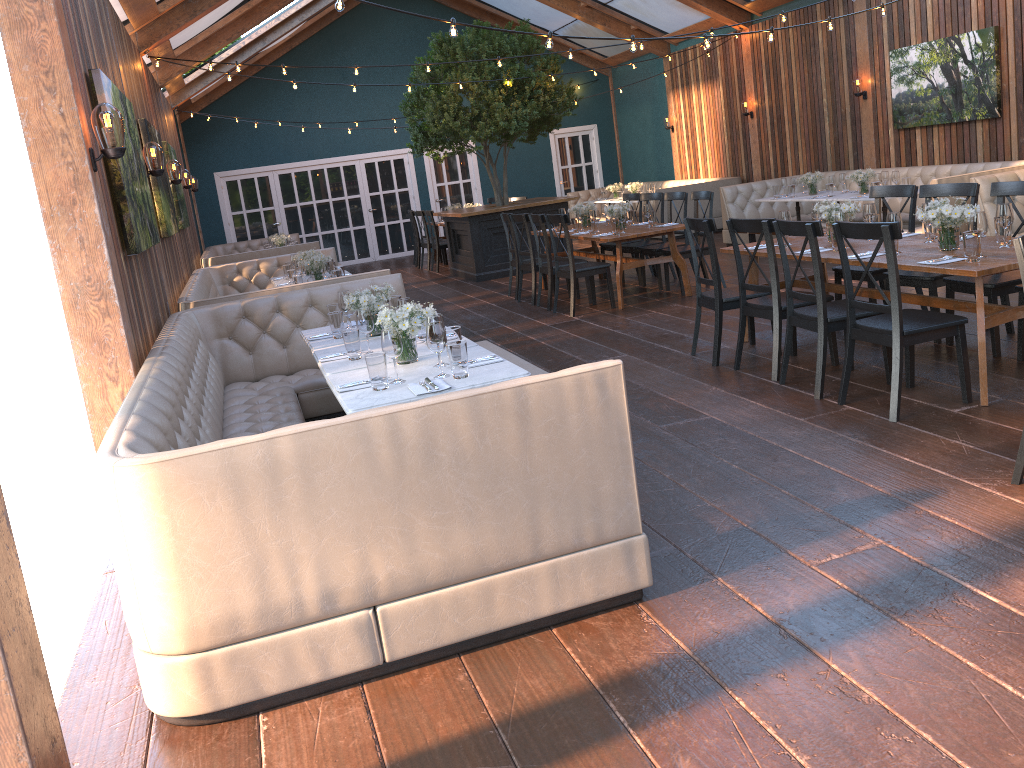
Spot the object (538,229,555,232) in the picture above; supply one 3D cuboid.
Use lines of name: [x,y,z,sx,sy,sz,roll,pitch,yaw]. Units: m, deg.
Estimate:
object: [0.440,-1.858,10.669,0.256,0.019,0.159,-12,14,-16]

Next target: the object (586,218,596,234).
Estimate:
object: [0.849,-1.684,9.440,0.091,0.156,0.093,-6,11,10]

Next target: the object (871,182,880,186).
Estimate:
object: [4.067,-2.177,9.888,0.092,0.156,0.092,-14,13,-29]

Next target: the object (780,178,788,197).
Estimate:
object: [3.593,-2.597,11.683,0.092,0.242,0.093,-1,12,31]

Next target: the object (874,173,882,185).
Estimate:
object: [4.125,-2.249,9.967,0.092,0.242,0.093,-10,11,-13]

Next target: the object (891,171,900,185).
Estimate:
object: [4.323,-2.274,9.959,0.092,0.242,0.093,-1,12,31]

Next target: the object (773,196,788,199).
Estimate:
object: [3.512,-2.430,11.521,0.256,0.019,0.159,-12,14,-16]

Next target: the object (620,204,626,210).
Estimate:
object: [1.218,-1.859,9.763,0.092,0.242,0.093,-3,12,26]

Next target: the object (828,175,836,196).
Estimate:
object: [3.881,-2.399,10.718,0.092,0.242,0.093,-1,12,31]

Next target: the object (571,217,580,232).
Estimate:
object: [0.715,-1.788,9.938,0.092,0.156,0.093,-10,11,-10]

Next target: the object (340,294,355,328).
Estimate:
object: [-0.995,-0.424,5.402,0.092,0.242,0.093,-1,12,31]

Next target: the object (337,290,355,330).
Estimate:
object: [-1.056,-0.473,5.634,0.092,0.242,0.093,-1,12,31]

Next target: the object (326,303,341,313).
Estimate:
object: [-1.138,-0.435,5.706,0.092,0.156,0.092,-14,13,-29]

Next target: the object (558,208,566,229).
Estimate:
object: [0.608,-1.978,10.593,0.092,0.242,0.093,-1,12,31]

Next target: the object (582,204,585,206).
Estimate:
object: [0.873,-2.072,10.830,0.093,0.242,0.092,-15,13,-35]

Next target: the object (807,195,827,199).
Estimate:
object: [3.738,-2.282,10.789,0.256,0.019,0.159,-12,14,-16]

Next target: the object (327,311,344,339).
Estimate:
object: [-1.052,-0.353,5.324,0.092,0.156,0.092,-14,13,-29]

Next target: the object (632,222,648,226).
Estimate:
object: [1.415,-1.763,9.737,0.256,0.019,0.159,-12,14,-16]

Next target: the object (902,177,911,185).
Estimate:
object: [4.416,-2.229,9.901,0.091,0.156,0.093,-4,12,20]

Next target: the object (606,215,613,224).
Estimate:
object: [1.138,-1.956,10.369,0.091,0.156,0.093,-6,11,10]

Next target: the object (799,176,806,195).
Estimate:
object: [3.832,-2.623,11.656,0.092,0.242,0.093,-1,12,31]

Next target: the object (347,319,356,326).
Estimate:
object: [-0.993,-0.409,5.809,0.158,0.019,0.257,-12,14,-15]

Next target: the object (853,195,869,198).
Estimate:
object: [3.982,-2.131,10.037,0.256,0.019,0.159,-12,14,-16]

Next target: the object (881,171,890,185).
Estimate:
object: [4.301,-2.328,10.190,0.092,0.242,0.093,-1,12,31]

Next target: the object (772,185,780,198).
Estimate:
object: [3.511,-2.559,11.755,0.092,0.156,0.092,-14,13,-29]

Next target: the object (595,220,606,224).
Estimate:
object: [1.072,-1.975,10.793,0.256,0.019,0.159,-12,14,-16]

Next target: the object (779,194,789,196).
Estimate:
object: [3.656,-2.533,11.858,0.158,0.019,0.257,-12,14,-15]

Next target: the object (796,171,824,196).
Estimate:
object: [3.821,-2.565,11.290,0.336,0.306,0.333,-9,12,-4]

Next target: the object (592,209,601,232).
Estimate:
object: [0.917,-1.765,9.552,0.092,0.242,0.093,-10,11,-13]

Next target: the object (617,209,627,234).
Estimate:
object: [1.118,-1.657,9.000,0.092,0.242,0.093,-10,11,-13]

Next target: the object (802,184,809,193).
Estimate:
object: [3.901,-2.611,11.749,0.092,0.156,0.092,-14,13,-29]

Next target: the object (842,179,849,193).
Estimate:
object: [4.143,-2.459,10.993,0.092,0.156,0.092,-14,13,-29]

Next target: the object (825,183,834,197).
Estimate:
object: [3.823,-2.328,10.640,0.092,0.156,0.092,-14,13,-29]

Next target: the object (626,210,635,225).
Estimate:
object: [1.325,-1.855,9.872,0.092,0.156,0.093,1,14,39]

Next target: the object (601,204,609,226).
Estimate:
object: [1.088,-1.964,10.273,0.092,0.242,0.093,-11,11,-18]

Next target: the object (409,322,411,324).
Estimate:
object: [-0.645,-0.400,5.576,0.256,0.019,0.159,-12,14,-16]

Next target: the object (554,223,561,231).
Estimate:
object: [0.536,-1.900,10.494,0.092,0.156,0.093,-8,11,0]

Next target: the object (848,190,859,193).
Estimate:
object: [4.247,-2.371,10.868,0.256,0.019,0.159,-12,14,-16]

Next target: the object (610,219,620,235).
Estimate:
object: [1.038,-1.575,8.891,0.091,0.156,0.093,-4,12,20]

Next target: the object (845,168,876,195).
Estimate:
object: [4.112,-2.382,10.384,0.336,0.306,0.333,-8,12,0]

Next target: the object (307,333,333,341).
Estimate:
object: [-1.137,-0.306,5.472,0.256,0.019,0.159,-12,14,-16]

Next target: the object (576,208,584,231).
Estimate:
object: [0.779,-1.863,10.030,0.092,0.242,0.093,-11,11,-18]

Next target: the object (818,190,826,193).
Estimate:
object: [4.004,-2.524,11.624,0.256,0.019,0.159,-12,14,-16]

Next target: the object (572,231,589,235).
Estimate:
object: [0.784,-1.647,9.617,0.256,0.019,0.159,-12,14,-16]

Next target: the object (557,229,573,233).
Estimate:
object: [0.640,-1.747,10.104,0.256,0.019,0.159,-12,14,-16]

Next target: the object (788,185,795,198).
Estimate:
object: [3.597,-2.477,11.372,0.092,0.156,0.092,-14,13,-29]

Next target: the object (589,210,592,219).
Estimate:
object: [0.988,-2.069,10.933,0.091,0.156,0.093,-6,11,10]

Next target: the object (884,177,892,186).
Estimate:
object: [4.370,-2.316,10.283,0.092,0.156,0.092,-14,13,-29]

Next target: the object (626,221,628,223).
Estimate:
object: [1.259,-1.863,10.247,0.256,0.019,0.159,-12,14,-16]

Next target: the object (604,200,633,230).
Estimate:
object: [1.137,-1.797,9.425,0.328,0.306,0.341,-3,13,21]

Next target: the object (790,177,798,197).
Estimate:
object: [3.654,-2.548,11.451,0.092,0.242,0.093,-1,12,31]

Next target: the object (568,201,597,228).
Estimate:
object: [0.847,-2.003,10.424,0.337,0.306,0.332,-12,13,-20]

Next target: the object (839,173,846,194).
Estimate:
object: [4.074,-2.470,10.899,0.092,0.242,0.093,-1,12,31]

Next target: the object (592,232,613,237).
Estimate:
object: [0.958,-1.536,9.066,0.256,0.019,0.159,-12,14,-16]
